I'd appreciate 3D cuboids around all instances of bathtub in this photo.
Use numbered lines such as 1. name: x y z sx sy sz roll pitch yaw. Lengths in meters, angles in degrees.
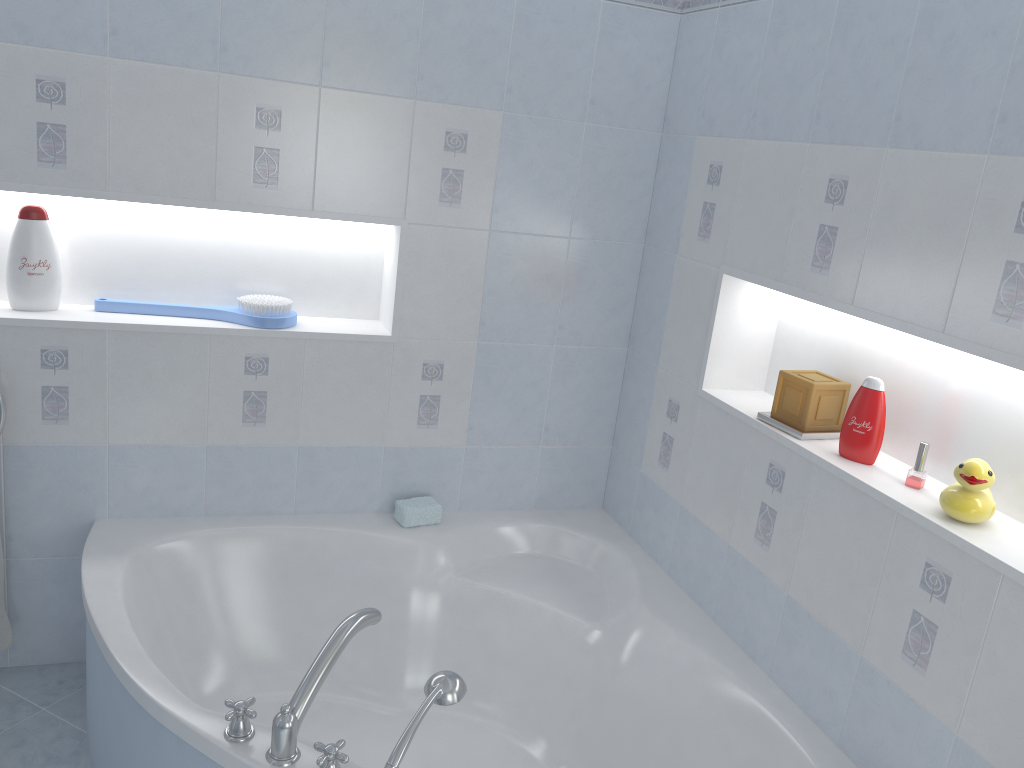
1. bathtub: -0.197 0.741 2.064 1.578 0.670 1.596 2 16 -20

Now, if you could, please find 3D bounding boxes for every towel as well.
1. towel: -1.461 0.423 2.301 0.280 0.634 0.101 1 16 -22

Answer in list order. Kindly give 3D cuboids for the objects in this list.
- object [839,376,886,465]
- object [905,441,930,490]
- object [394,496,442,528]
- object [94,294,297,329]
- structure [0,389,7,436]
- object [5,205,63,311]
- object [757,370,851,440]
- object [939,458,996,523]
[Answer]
1. object: 0.767 0.077 1.926 0.044 0.190 0.092 -8 21 -44
2. object: 0.831 0.165 1.808 0.030 0.096 0.030 20 20 40
3. object: -0.285 0.388 2.692 0.128 0.059 0.081 -3 18 -32
4. object: -0.880 -0.227 2.514 0.534 0.065 0.172 6 15 -6
5. structure: -1.432 0.043 2.228 0.291 0.332 0.051 2 16 -20
6. object: -1.251 -0.328 2.321 0.134 0.276 0.063 -2 18 -31
7. object: 0.715 0.044 2.130 0.160 0.130 0.160 0 17 -25
8. object: 0.862 0.195 1.662 0.095 0.122 0.132 17 18 33
